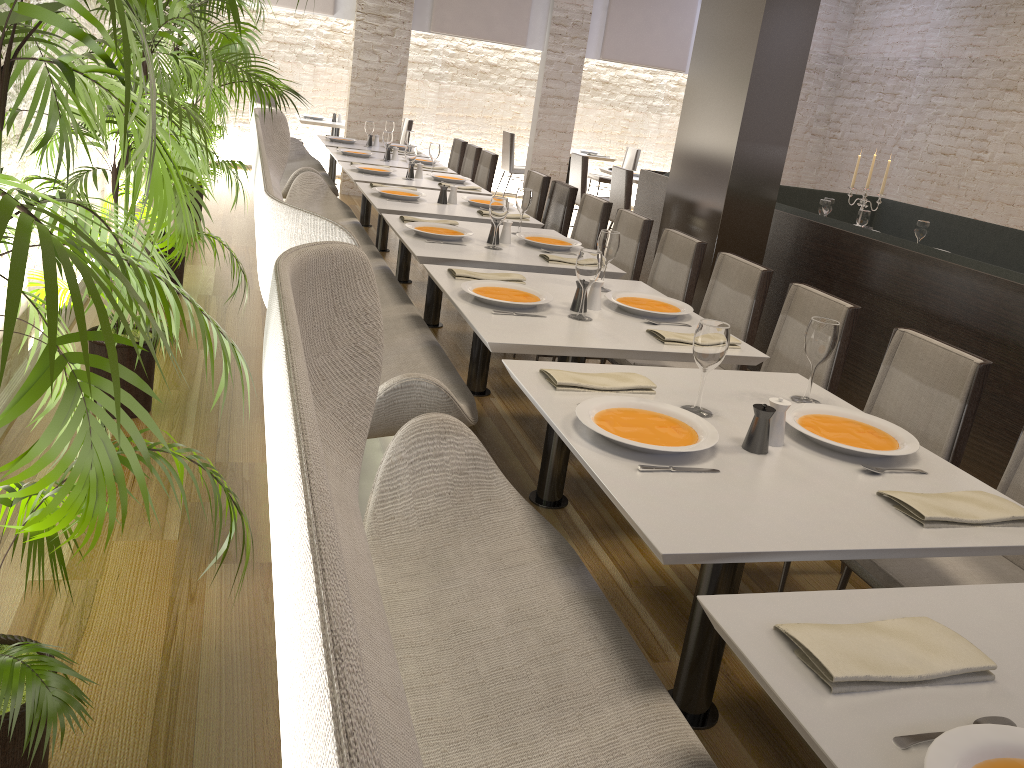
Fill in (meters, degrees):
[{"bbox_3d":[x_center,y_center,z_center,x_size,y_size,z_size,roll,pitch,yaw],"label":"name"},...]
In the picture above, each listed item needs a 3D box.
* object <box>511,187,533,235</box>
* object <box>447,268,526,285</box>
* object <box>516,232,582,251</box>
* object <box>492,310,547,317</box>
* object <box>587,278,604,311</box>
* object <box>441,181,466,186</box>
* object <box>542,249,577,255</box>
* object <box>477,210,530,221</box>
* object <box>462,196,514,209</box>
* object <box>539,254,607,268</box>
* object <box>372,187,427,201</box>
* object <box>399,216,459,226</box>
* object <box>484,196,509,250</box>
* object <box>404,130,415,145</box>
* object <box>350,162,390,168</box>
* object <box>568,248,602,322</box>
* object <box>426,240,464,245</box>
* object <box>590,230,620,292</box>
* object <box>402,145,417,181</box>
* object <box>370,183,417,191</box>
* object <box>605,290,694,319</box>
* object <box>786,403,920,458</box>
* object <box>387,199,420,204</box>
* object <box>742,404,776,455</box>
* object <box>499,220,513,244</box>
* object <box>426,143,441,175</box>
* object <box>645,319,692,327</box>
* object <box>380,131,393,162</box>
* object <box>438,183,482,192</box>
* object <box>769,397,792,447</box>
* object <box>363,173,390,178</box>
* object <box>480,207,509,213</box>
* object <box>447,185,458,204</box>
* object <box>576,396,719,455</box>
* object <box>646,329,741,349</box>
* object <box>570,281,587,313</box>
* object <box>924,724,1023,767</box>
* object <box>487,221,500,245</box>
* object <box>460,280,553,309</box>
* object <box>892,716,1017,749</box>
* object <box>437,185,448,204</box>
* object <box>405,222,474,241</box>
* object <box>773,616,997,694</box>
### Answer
[{"bbox_3d":[0.051,-0.866,4.454,0.087,0.228,0.087,15,18,22],"label":"object"},{"bbox_3d":[-0.097,-0.411,3.363,0.272,0.032,0.144,2,19,-18],"label":"object"},{"bbox_3d":[0.175,-0.681,4.264,0.322,0.036,0.324,-7,23,-38],"label":"object"},{"bbox_3d":[0.025,-0.228,2.878,0.185,0.010,0.017,2,19,-18],"label":"object"},{"bbox_3d":[0.291,-0.318,3.108,0.059,0.108,0.060,0,19,-26],"label":"object"},{"bbox_3d":[-0.407,-1.400,6.185,0.181,0.015,0.039,3,19,-16],"label":"object"},{"bbox_3d":[0.219,-0.610,4.097,0.181,0.015,0.039,3,19,-16],"label":"object"},{"bbox_3d":[-0.050,-0.954,5.005,0.272,0.032,0.144,2,19,-18],"label":"object"},{"bbox_3d":[-0.146,-1.084,5.331,0.322,0.036,0.324,-7,23,-38],"label":"object"},{"bbox_3d":[0.271,-0.550,3.937,0.272,0.032,0.144,2,19,-18],"label":"object"},{"bbox_3d":[-0.658,-1.105,5.171,0.322,0.036,0.324,-7,23,-38],"label":"object"},{"bbox_3d":[-0.415,-0.812,4.422,0.272,0.032,0.144,2,19,-18],"label":"object"},{"bbox_3d":[-0.068,-0.719,3.963,0.087,0.228,0.087,15,18,22],"label":"object"},{"bbox_3d":[-0.881,-2.040,7.557,0.086,0.228,0.087,12,17,11],"label":"object"},{"bbox_3d":[-1.041,-1.601,6.509,0.272,0.032,0.144,2,19,-18],"label":"object"},{"bbox_3d":[0.243,-0.328,2.928,0.086,0.228,0.087,17,19,28],"label":"object"},{"bbox_3d":[-0.293,-0.628,3.937,0.185,0.010,0.017,2,19,-18],"label":"object"},{"bbox_3d":[0.362,-0.475,3.418,0.086,0.228,0.087,5,17,-12],"label":"object"},{"bbox_3d":[-0.699,-1.515,6.066,0.086,0.228,0.087,12,17,11],"label":"object"},{"bbox_3d":[-0.735,-1.216,5.490,0.272,0.032,0.144,2,19,-18],"label":"object"},{"bbox_3d":[0.492,-0.280,3.205,0.322,0.036,0.325,-5,22,-34],"label":"object"},{"bbox_3d":[0.811,0.121,2.144,0.322,0.036,0.324,14,19,16],"label":"object"},{"bbox_3d":[-0.613,-1.032,5.005,0.185,0.010,0.017,2,19,-18],"label":"object"},{"bbox_3d":[0.555,0.096,1.984,0.059,0.108,0.060,5,17,-10],"label":"object"},{"bbox_3d":[-0.027,-0.719,4.167,0.059,0.108,0.060,0,19,-26],"label":"object"},{"bbox_3d":[-0.581,-1.661,6.556,0.086,0.228,0.087,12,17,11],"label":"object"},{"bbox_3d":[0.537,-0.210,3.038,0.181,0.015,0.039,3,19,-16],"label":"object"},{"bbox_3d":[-0.999,-1.893,7.066,0.086,0.228,0.087,12,17,11],"label":"object"},{"bbox_3d":[-0.356,-1.339,6.025,0.272,0.032,0.144,2,19,-18],"label":"object"},{"bbox_3d":[0.610,0.083,2.047,0.059,0.108,0.060,5,17,-10],"label":"object"},{"bbox_3d":[-0.919,-1.418,6.024,0.185,0.010,0.017,2,19,-18],"label":"object"},{"bbox_3d":[-0.101,-1.014,5.165,0.181,0.015,0.039,3,19,-16],"label":"object"},{"bbox_3d":[-0.347,-1.123,5.235,0.059,0.108,0.060,0,19,-26],"label":"object"},{"bbox_3d":[0.299,0.100,1.983,0.322,0.036,0.324,14,19,16],"label":"object"},{"bbox_3d":[0.589,-0.150,2.878,0.272,0.032,0.144,2,19,-18],"label":"object"},{"bbox_3d":[0.237,-0.305,3.045,0.059,0.108,0.060,0,19,-26],"label":"object"},{"bbox_3d":[0.609,0.491,0.950,0.322,0.036,0.324,-7,23,-38],"label":"object"},{"bbox_3d":[-0.081,-0.706,4.104,0.059,0.108,0.060,0,19,-26],"label":"object"},{"bbox_3d":[-0.020,-0.301,3.044,0.322,0.036,0.325,-5,22,-34],"label":"object"},{"bbox_3d":[0.556,0.437,1.113,0.181,0.015,0.039,3,19,-16],"label":"object"},{"bbox_3d":[-0.401,-1.109,5.172,0.059,0.108,0.060,0,19,-26],"label":"object"},{"bbox_3d":[-0.337,-0.701,4.103,0.322,0.036,0.324,-7,23,-38],"label":"object"},{"bbox_3d":[0.532,0.380,1.269,0.272,0.032,0.144,2,19,-18],"label":"object"}]
